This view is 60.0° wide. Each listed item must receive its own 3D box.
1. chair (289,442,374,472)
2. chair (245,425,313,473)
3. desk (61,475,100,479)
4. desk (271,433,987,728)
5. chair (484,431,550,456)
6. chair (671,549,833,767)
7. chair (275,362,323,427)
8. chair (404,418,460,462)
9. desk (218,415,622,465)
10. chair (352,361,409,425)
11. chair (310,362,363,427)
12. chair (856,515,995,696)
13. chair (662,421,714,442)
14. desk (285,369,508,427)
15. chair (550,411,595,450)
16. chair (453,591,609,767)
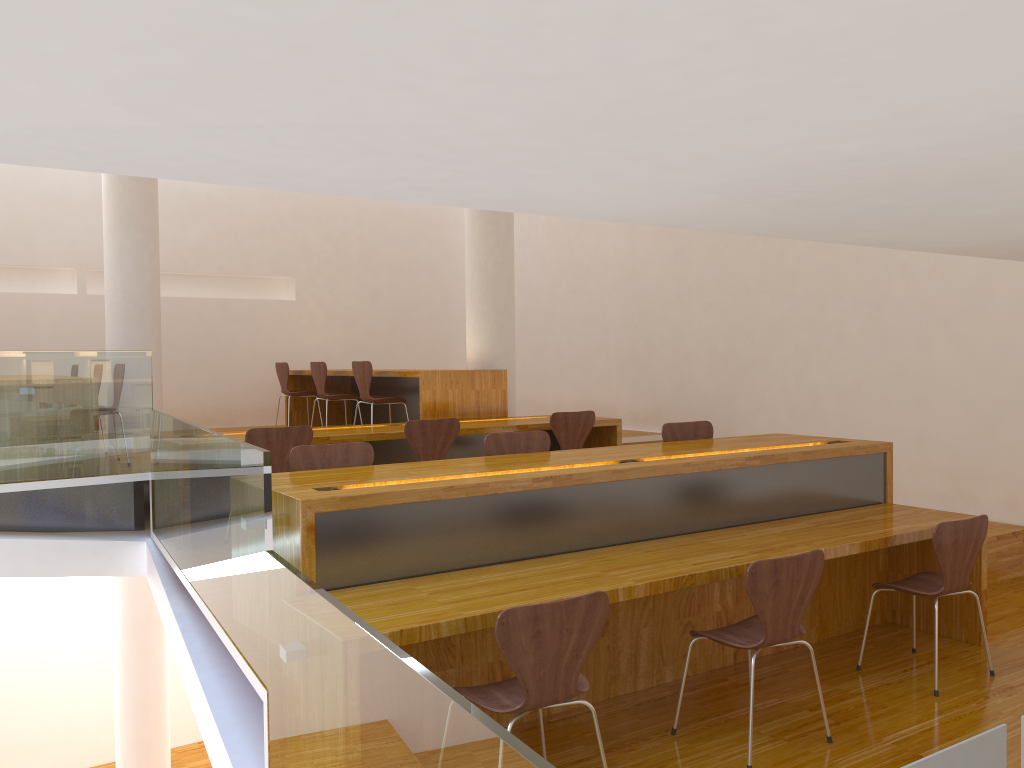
[{"bbox_3d":[-0.696,0.612,3.765,0.428,0.693,0.381,-2,2,-33],"label":"chair"},{"bbox_3d":[-1.396,0.584,5.156,0.428,0.693,0.381,-2,2,-33],"label":"chair"},{"bbox_3d":[-4.034,0.170,6.360,1.527,0.785,3.243,-2,2,-33],"label":"desk"},{"bbox_3d":[0.568,0.799,3.855,3.236,0.918,1.285,-2,2,-33],"label":"desk"},{"bbox_3d":[0.121,0.588,4.291,0.428,0.693,0.381,-2,2,-33],"label":"chair"},{"bbox_3d":[0.852,0.924,3.170,0.428,0.693,0.381,-2,2,-33],"label":"chair"},{"bbox_3d":[-2.160,0.126,8.967,0.381,0.693,0.428,-2,2,-33],"label":"chair"},{"bbox_3d":[-0.579,0.561,5.682,0.428,0.693,0.381,-2,2,-33],"label":"chair"},{"bbox_3d":[-0.708,0.598,6.180,3.185,0.606,0.760,-2,2,-33],"label":"desk"},{"bbox_3d":[-1.061,0.158,7.189,0.381,0.693,0.428,-2,2,-33],"label":"chair"},{"bbox_3d":[-1.586,0.144,8.006,0.381,0.693,0.428,-2,2,-33],"label":"chair"},{"bbox_3d":[1.772,0.896,3.807,0.428,0.693,0.381,-2,2,-33],"label":"chair"},{"bbox_3d":[1.082,0.562,4.864,0.428,0.693,0.381,-2,2,-33],"label":"chair"},{"bbox_3d":[-1.215,0.172,8.217,0.760,0.606,3.185,-2,2,-33],"label":"desk"},{"bbox_3d":[0.341,0.533,6.319,0.428,0.693,0.381,-2,2,-33],"label":"chair"},{"bbox_3d":[0.035,0.947,2.644,0.428,0.693,0.381,-2,2,-33],"label":"chair"}]
